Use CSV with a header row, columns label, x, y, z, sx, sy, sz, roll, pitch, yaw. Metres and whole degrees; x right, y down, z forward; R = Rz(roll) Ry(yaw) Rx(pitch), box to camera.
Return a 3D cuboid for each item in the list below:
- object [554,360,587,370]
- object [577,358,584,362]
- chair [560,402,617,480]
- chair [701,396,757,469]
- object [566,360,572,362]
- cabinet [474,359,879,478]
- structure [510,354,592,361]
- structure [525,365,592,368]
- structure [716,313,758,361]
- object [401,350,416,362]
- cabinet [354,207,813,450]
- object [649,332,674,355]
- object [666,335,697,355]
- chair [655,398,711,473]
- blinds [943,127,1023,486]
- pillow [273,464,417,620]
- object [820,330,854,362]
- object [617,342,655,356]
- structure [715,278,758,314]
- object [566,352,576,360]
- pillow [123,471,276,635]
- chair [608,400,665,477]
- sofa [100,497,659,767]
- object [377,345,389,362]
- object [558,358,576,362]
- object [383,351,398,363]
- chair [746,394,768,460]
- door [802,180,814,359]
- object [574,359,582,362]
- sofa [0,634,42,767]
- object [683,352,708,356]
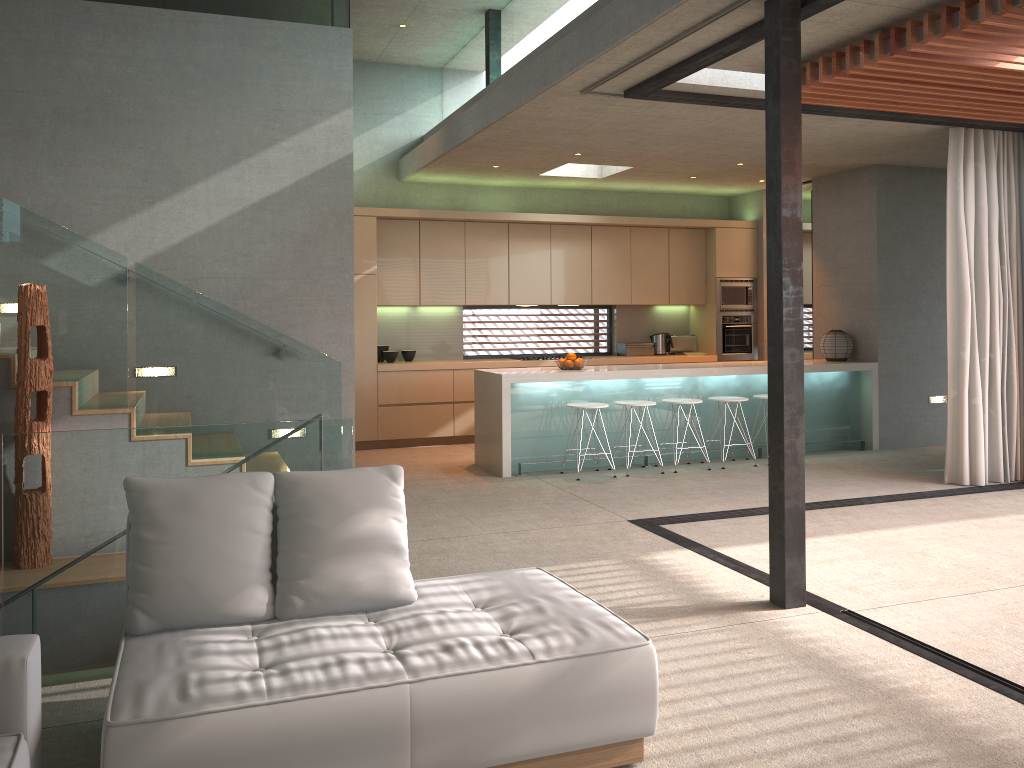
label,x,y,z,sx,sy,sz,roll,pitch,yaw
object,0.556,-0.179,8.347,0.315,0.082,0.316,-2,4,-20
object,0.640,-0.200,8.369,0.094,0.094,0.094,-2,2,-31
chair,0.668,0.493,7.785,0.382,0.624,0.382,-1,1,-20
chair,2.029,0.444,8.286,0.382,0.624,0.382,-1,1,-20
object,0.534,-0.184,8.261,0.081,0.081,0.081,0,2,9
cabinet,1.712,0.269,8.787,4.122,0.900,0.801,-2,2,-20
structure,0.453,-0.289,10.354,0.839,0.091,0.464,-2,5,-20
structure,0.539,0.049,10.118,0.828,0.501,0.079,-2,0,-20
structure,2.720,-0.598,11.143,0.596,0.580,0.498,-1,2,-20
object,-1.168,-0.316,9.979,0.169,0.126,0.169,-2,3,-34
cabinet,1.632,-0.669,10.133,7.473,2.567,1.967,-2,2,-20
object,1.870,-0.505,11.088,0.278,0.285,0.177,-1,1,-15
object,2.151,-0.499,11.242,0.390,0.248,0.150,-2,1,-20
chair,1.562,0.461,8.113,0.382,0.624,0.382,-1,1,-20
blinds,3.976,-0.654,7.358,0.885,2.935,0.229,0,0,-24
pillow,-0.599,0.553,3.156,0.492,0.483,0.266,-1,1,-20
object,3.469,-0.412,9.447,0.340,0.334,0.340,-2,2,-29
object,1.542,-0.433,11.006,0.400,0.160,0.241,-2,3,-20
structure,2.709,-1.109,11.163,0.596,0.437,0.460,-1,2,-20
object,0.562,-0.254,8.382,0.095,0.094,0.094,0,2,0
pillow,-1.052,0.558,2.992,0.492,0.498,0.238,-1,1,-20
chair,1.112,0.477,7.948,0.382,0.624,0.382,-1,1,-20
sofa,-0.456,0.808,2.946,1.596,0.733,1.014,-2,3,-20
object,-1.489,-0.338,9.899,0.225,0.188,0.225,-3,3,-43
object,0.511,-0.196,8.309,0.173,0.100,0.096,1,2,25
object,-1.343,-0.299,9.773,0.169,0.126,0.169,-2,3,-34
chair,2.502,0.427,8.461,0.382,0.624,0.382,-1,1,-20
door,0.095,0.218,5.878,5.777,4.473,15.347,2,5,42
object,0.616,-0.190,8.280,0.087,0.087,0.087,-2,2,-30
sofa,-1.165,0.985,0.609,1.049,0.752,3.466,-1,4,-20
object,2.279,-0.372,10.968,0.310,0.034,0.310,3,6,38
